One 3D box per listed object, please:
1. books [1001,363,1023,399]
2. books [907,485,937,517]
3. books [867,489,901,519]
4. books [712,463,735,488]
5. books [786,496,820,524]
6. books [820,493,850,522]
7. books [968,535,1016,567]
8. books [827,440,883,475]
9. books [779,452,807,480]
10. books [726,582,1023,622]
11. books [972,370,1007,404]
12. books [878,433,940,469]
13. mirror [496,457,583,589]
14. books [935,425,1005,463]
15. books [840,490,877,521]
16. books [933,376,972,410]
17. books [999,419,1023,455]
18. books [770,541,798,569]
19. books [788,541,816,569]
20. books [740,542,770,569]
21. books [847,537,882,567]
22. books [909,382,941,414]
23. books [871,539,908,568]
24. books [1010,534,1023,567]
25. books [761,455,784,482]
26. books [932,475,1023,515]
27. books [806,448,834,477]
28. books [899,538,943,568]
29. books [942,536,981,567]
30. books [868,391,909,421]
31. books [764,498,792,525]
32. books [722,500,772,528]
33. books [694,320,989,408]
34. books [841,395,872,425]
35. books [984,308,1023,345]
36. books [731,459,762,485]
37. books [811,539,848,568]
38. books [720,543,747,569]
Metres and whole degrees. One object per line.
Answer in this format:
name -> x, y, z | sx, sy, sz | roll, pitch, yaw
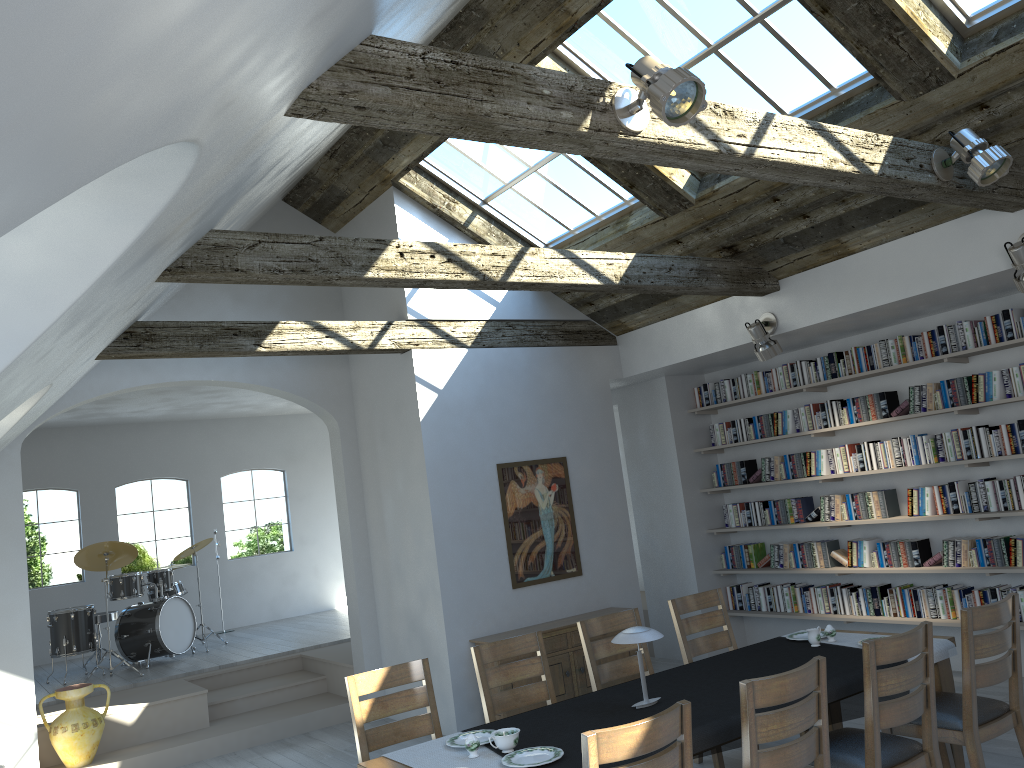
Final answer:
books -> 4.012, -0.137, 5.815 | 0.242, 0.237, 1.489 | -3, -9, -34
books -> 3.262, 0.920, 6.997 | 0.189, 0.228, 0.249 | -3, -9, -34
books -> 3.058, 0.988, 7.307 | 0.189, 0.220, 0.156 | -3, -9, -34
books -> 2.125, 0.886, 8.699 | 0.209, 0.220, 0.278 | -2, -9, -35
books -> 2.656, 1.122, 7.918 | 0.189, 0.224, 0.345 | -3, -9, -34
books -> 2.808, 1.069, 7.686 | 0.189, 0.228, 0.249 | -3, -9, -34
books -> 3.565, 1.247, 6.572 | 0.209, 0.220, 0.278 | -2, -9, -35
books -> 2.928, 0.617, 7.479 | 0.214, 0.237, 0.490 | -3, -9, -34
books -> 2.579, 0.738, 8.010 | 0.209, 0.220, 0.278 | -2, -9, -35
books -> 2.983, 1.816, 7.488 | 0.242, 0.237, 2.981 | -3, -9, -34
books -> 3.532, 0.023, 6.531 | 0.189, 0.228, 0.249 | -3, -9, -34
books -> 3.203, 0.528, 7.070 | 0.242, 0.237, 0.494 | -3, -9, -34
mirror -> 0.243, 1.177, 7.638 | 0.736, 1.047, 0.009 | -3, -9, -34
books -> 3.472, 0.440, 6.662 | 0.242, 0.237, 0.494 | -3, -9, -34
books -> 2.943, 1.027, 7.486 | 0.209, 0.220, 0.278 | -2, -9, -35
books -> 3.388, 0.072, 6.754 | 0.209, 0.220, 0.278 | -2, -9, -35
books -> 4.416, 0.131, 5.229 | 0.242, 0.237, 2.981 | -3, -9, -34
books -> 2.513, 1.573, 8.162 | 0.189, 0.228, 0.249 | -3, -9, -34
books -> 2.648, 1.531, 7.961 | 0.209, 0.220, 0.278 | -2, -9, -35
books -> 2.358, 1.624, 8.397 | 0.189, 0.224, 0.345 | -3, -9, -34
books -> 2.967, 1.419, 7.473 | 0.189, 0.228, 0.249 | -3, -9, -34
books -> 3.253, 0.114, 6.954 | 0.189, 0.228, 0.249 | -3, -9, -34
books -> 3.111, 1.396, 7.261 | 0.209, 0.220, 0.278 | -2, -9, -35
books -> 3.709, 1.198, 6.348 | 0.189, 0.228, 0.249 | -3, -9, -34
books -> 2.444, 0.780, 8.210 | 0.189, 0.228, 0.249 | -3, -9, -34
books -> 4.142, 0.624, 5.673 | 0.242, 0.237, 2.981 | -3, -9, -34
books -> 2.723, 0.688, 7.787 | 0.189, 0.228, 0.249 | -3, -9, -34
books -> 3.277, 1.342, 7.004 | 0.189, 0.224, 0.345 | -3, -9, -34
books -> 3.430, 1.289, 6.772 | 0.189, 0.228, 0.249 | -3, -9, -34
books -> 3.101, 0.167, 7.186 | 0.189, 0.224, 0.345 | -3, -9, -34
books -> 2.489, 1.176, 8.175 | 0.209, 0.220, 0.278 | -2, -9, -35
books -> 2.272, 1.247, 8.504 | 0.214, 0.220, 0.490 | -3, -9, -34
books -> 2.722, -0.124, 7.745 | 0.242, 0.237, 2.981 | -3, -9, -34
books -> 2.934, 0.221, 7.443 | 0.209, 0.220, 0.278 | -2, -9, -35
books -> 4.340, -0.653, 5.289 | 0.242, 0.237, 2.981 | -3, -9, -34
books -> 2.292, 0.832, 8.442 | 0.189, 0.224, 0.345 | -3, -9, -34
books -> 2.812, 1.478, 7.709 | 0.189, 0.229, 0.343 | -3, -9, -34
books -> 2.194, 1.679, 8.650 | 0.209, 0.220, 0.278 | -2, -9, -35
